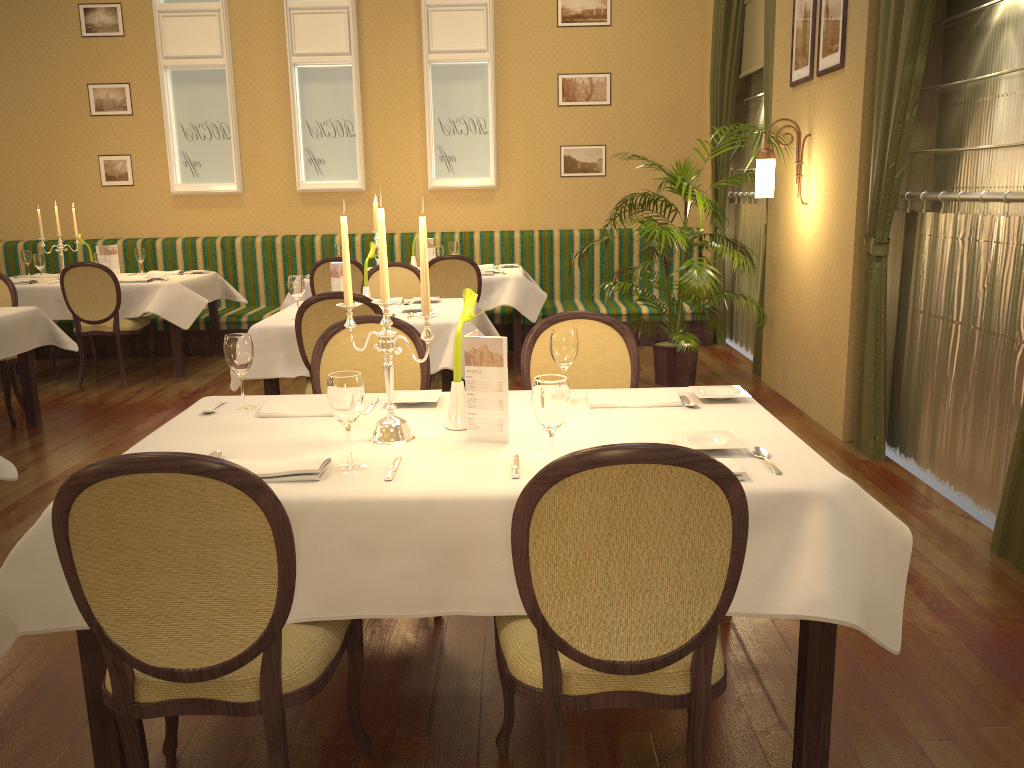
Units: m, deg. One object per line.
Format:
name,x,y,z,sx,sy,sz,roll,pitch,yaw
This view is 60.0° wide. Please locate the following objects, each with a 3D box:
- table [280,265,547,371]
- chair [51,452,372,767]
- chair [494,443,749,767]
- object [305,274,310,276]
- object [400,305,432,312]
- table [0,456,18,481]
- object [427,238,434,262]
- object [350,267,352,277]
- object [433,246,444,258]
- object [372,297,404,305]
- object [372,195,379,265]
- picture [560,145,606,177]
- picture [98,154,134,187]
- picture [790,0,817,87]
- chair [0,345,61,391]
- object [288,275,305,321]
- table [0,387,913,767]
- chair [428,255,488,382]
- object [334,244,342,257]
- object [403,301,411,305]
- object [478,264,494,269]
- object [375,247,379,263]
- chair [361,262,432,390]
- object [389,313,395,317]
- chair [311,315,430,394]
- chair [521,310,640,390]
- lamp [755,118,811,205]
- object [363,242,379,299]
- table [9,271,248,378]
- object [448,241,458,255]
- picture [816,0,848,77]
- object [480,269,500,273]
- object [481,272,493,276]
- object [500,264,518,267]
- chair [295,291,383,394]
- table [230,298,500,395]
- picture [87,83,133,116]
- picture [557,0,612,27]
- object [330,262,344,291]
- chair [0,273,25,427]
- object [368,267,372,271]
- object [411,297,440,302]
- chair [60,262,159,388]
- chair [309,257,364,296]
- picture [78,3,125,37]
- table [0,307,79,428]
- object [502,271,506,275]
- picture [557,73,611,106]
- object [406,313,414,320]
table,-0.760,-0.551,7.394,2.152,0.759,1.385,-1,12,0
chair,-0.628,0.531,1.912,0.530,0.955,0.571,-1,12,0
chair,0.214,0.515,1.907,0.530,0.955,0.571,-1,12,0
object,-1.552,-0.852,7.032,0.160,0.024,0.160,-1,12,0
object,-0.530,-0.412,4.897,0.160,0.024,0.160,-1,12,0
table,-2.773,0.555,2.456,2.152,0.759,1.385,-1,12,0
object,-0.708,-1.051,7.281,0.081,0.277,0.166,2,13,16
object,-0.992,-0.587,5.259,0.088,0.229,0.088,-12,16,-41
object,-0.573,-0.961,6.954,0.088,0.229,0.088,-12,16,-41
object,-0.784,-0.490,5.268,0.273,0.033,0.142,-1,12,0
object,-1.114,-1.243,7.319,0.131,0.655,0.390,0,12,6
picture,0.680,-2.133,8.482,0.437,0.294,0.008,-1,12,0
picture,-3.798,-2.047,8.507,0.313,0.294,0.008,-1,12,0
picture,1.780,-2.160,5.420,0.022,0.619,0.412,-1,12,0
chair,-3.959,-0.471,6.873,0.530,0.955,0.571,5,13,25
object,-1.123,-0.450,4.639,0.088,0.229,0.088,-12,16,-41
table,-0.099,0.504,2.442,2.152,0.759,1.385,-1,12,0
chair,-0.447,-0.533,6.827,0.530,0.955,0.571,-1,12,0
object,-1.483,-1.091,7.643,0.088,0.229,0.088,-12,16,-41
object,-0.618,-0.484,5.254,0.038,0.015,0.181,-1,12,2
object,-0.295,-1.012,7.642,0.273,0.033,0.142,-1,12,0
object,-1.045,-0.966,7.024,0.088,0.229,0.088,-12,16,-41
chair,-0.762,-0.283,5.699,0.530,0.955,0.571,-1,12,0
object,-0.760,-0.358,4.674,0.273,0.024,0.142,-1,12,0
chair,-0.506,0.267,3.125,0.530,0.955,0.571,-1,12,0
chair,0.267,0.252,3.121,0.530,0.955,0.571,-1,12,0
lamp,1.642,-1.349,5.399,0.323,0.513,0.114,-3,12,-10
object,-0.806,-0.614,5.022,0.076,0.375,0.163,4,13,22
table,-3.459,-0.499,7.409,2.152,0.759,1.385,-1,12,0
object,-0.503,-1.109,7.633,0.088,0.229,0.088,-12,16,-41
picture,1.779,-2.053,4.922,0.022,0.619,0.412,-1,12,0
object,-0.178,-0.906,7.153,0.160,0.024,0.160,-1,12,0
object,-0.283,-0.863,6.969,0.273,0.024,0.142,-1,12,0
object,-0.026,-1.021,7.670,0.160,0.024,0.160,-1,12,0
chair,-0.815,-0.020,4.485,0.530,0.955,0.571,-1,12,0
table,-0.766,-0.041,5.031,1.395,0.759,1.389,-1,12,2
picture,-3.793,-2.684,8.370,0.401,0.294,0.008,-1,12,0
picture,0.667,-3.459,8.197,0.504,0.294,0.008,-1,12,0
object,-0.951,-0.527,4.872,0.081,0.277,0.166,0,12,7
chair,-3.451,-0.232,5.717,0.530,0.955,0.571,-3,12,-9
object,-1.265,-0.986,7.611,0.273,0.033,0.142,-1,12,0
object,-0.515,-0.499,5.297,0.160,0.024,0.160,-1,12,0
chair,-3.144,-0.488,6.873,0.530,0.955,0.571,-1,12,0
chair,-1.289,-0.523,6.864,0.530,0.955,0.571,-1,12,0
picture,-3.807,-3.373,8.221,0.401,0.294,0.008,-1,12,0
table,-3.464,0.011,5.046,1.395,0.759,1.389,-1,12,2
object,-0.065,-0.876,7.021,0.038,0.015,0.181,-1,12,2
picture,0.681,-2.770,8.345,0.504,0.294,0.008,-1,12,0
object,-0.540,-0.354,4.648,0.038,0.015,0.181,-1,12,2
